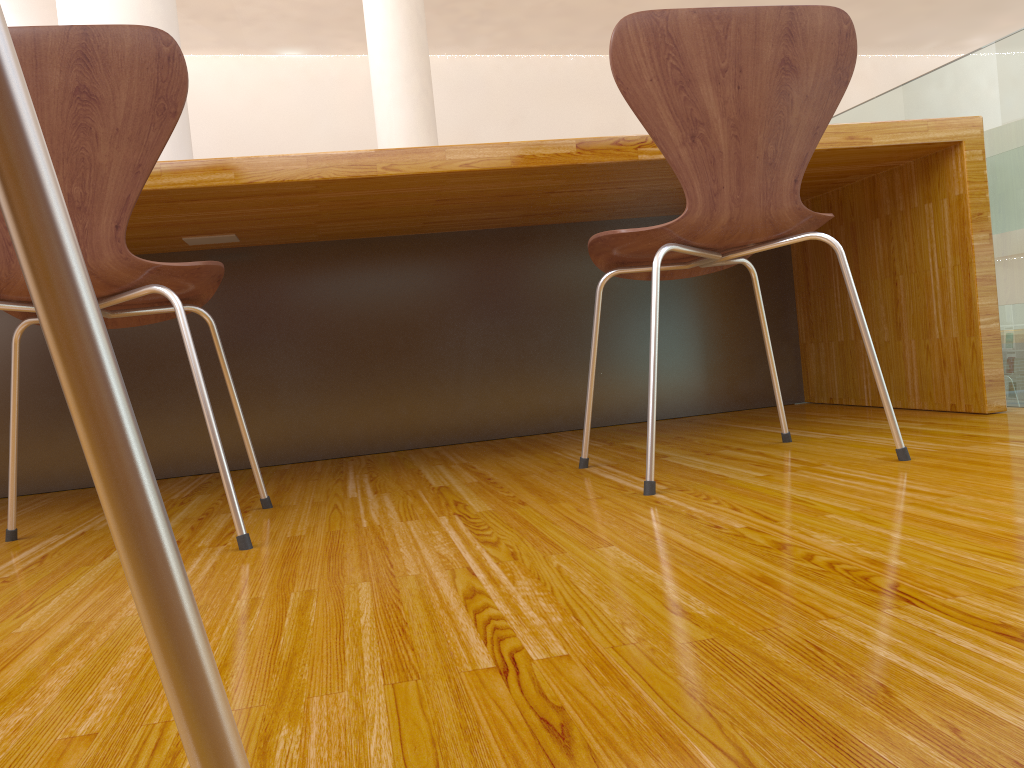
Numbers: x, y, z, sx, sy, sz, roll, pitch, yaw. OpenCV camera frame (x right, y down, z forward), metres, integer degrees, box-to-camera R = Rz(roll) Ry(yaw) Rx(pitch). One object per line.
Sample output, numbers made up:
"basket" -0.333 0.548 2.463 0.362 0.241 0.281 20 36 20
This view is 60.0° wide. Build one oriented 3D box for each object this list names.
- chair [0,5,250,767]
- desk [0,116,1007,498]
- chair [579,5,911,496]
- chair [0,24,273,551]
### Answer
"chair" -0.236 -0.098 0.005 0.428 0.693 0.381 -6 2 -11
"desk" -0.730 0.004 2.264 3.243 0.785 1.527 -6 2 -11
"chair" 0.330 -0.206 1.478 0.428 0.693 0.381 -6 2 -11
"chair" -0.619 -0.104 1.298 0.428 0.693 0.381 -6 2 -11
